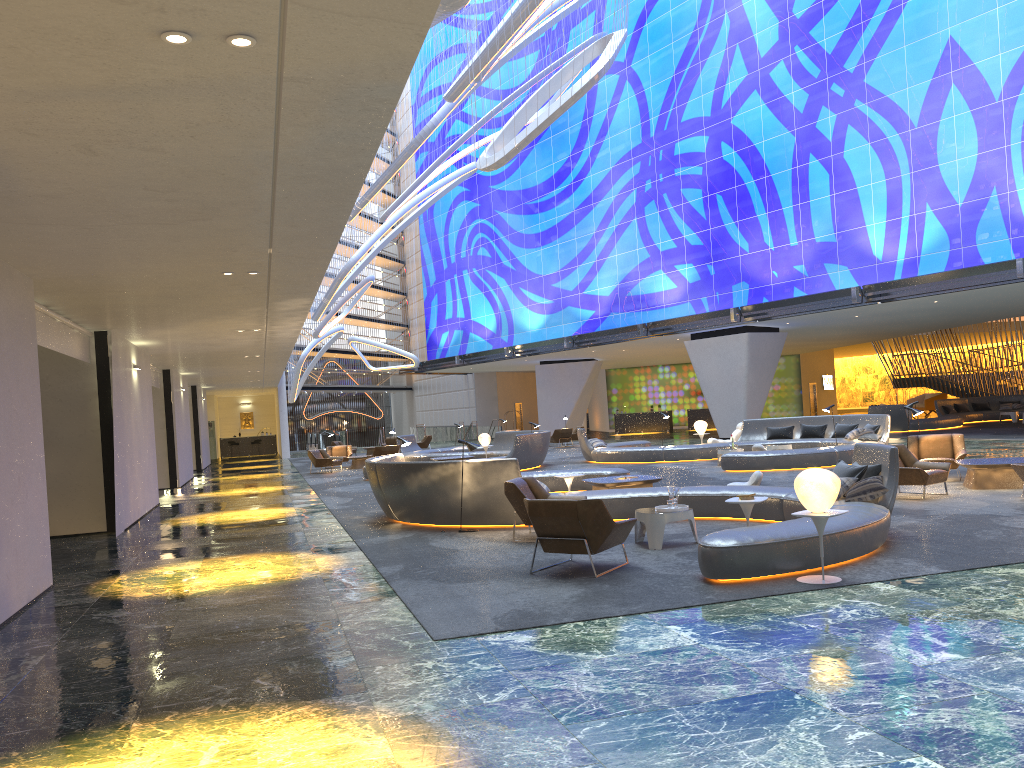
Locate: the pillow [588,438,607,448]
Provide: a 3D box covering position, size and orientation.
[{"bbox_3d":[2.402,1.693,25.499,0.692,0.262,0.878,-3,-1,-7],"label":"pillow"}]

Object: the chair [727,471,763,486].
[{"bbox_3d":[3.581,1.584,13.527,0.587,0.501,0.491,-4,-1,19],"label":"chair"}]

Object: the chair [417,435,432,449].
[{"bbox_3d":[-4.004,2.657,39.012,0.938,0.767,0.930,-3,-1,-14],"label":"chair"}]

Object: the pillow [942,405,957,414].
[{"bbox_3d":[17.301,1.011,35.042,0.768,0.369,0.295,-3,-1,-37],"label":"pillow"}]

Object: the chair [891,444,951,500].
[{"bbox_3d":[5.875,1.298,13.155,0.928,0.767,0.940,-3,-1,-37],"label":"chair"}]

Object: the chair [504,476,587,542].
[{"bbox_3d":[0.444,1.584,11.325,0.939,0.767,0.929,-4,-1,17],"label":"chair"}]

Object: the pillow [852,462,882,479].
[{"bbox_3d":[4.057,1.111,10.377,0.295,0.369,0.769,-4,-1,-3],"label":"pillow"}]

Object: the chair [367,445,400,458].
[{"bbox_3d":[-4.062,2.355,28.401,0.928,0.767,0.940,-3,-1,-32],"label":"chair"}]

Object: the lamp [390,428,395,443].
[{"bbox_3d":[-3.811,2.079,28.711,0.202,1.300,0.384,-4,0,1],"label":"lamp"}]

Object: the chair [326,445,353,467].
[{"bbox_3d":[-6.055,2.557,31.093,0.929,0.767,0.939,-3,-1,-10],"label":"chair"}]

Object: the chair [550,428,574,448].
[{"bbox_3d":[1.963,2.197,35.951,0.928,0.767,0.940,-3,-1,-32],"label":"chair"}]

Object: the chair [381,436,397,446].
[{"bbox_3d":[-5.331,2.771,40.099,0.930,0.767,0.938,-4,-1,11],"label":"chair"}]

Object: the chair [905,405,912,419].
[{"bbox_3d":[15.348,1.276,34.923,0.729,0.882,1.156,-4,-1,28],"label":"chair"}]

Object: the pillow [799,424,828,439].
[{"bbox_3d":[7.868,1.235,23.187,0.760,0.417,0.281,-5,-1,42],"label":"pillow"}]

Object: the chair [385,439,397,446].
[{"bbox_3d":[-4.770,2.652,37.203,0.930,0.767,0.938,-4,-1,36],"label":"chair"}]

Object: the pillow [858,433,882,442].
[{"bbox_3d":[8.257,1.246,20.427,0.445,0.207,0.443,-4,-2,36],"label":"pillow"}]

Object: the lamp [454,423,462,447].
[{"bbox_3d":[-1.946,2.064,32.240,0.384,1.300,0.202,-4,0,1],"label":"lamp"}]

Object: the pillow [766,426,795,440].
[{"bbox_3d":[7.143,1.316,23.635,0.769,0.369,0.295,-4,-1,28],"label":"pillow"}]

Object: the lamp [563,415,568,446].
[{"bbox_3d":[2.214,1.921,36.262,0.202,1.300,0.384,-4,0,1],"label":"lamp"}]

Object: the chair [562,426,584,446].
[{"bbox_3d":[2.572,2.205,37.557,0.938,0.767,0.930,-3,-1,-7],"label":"chair"}]

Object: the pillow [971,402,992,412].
[{"bbox_3d":[18.915,0.912,35.711,0.784,0.386,0.315,-4,0,1],"label":"pillow"}]

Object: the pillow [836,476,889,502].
[{"bbox_3d":[3.751,1.185,9.951,0.874,0.280,0.684,-4,-1,21],"label":"pillow"}]

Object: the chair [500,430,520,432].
[{"bbox_3d":[-0.030,2.399,38.643,0.929,0.767,0.939,-3,-1,-10],"label":"chair"}]

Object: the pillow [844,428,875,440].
[{"bbox_3d":[8.442,1.202,21.485,0.878,0.262,0.692,-5,-2,40],"label":"pillow"}]

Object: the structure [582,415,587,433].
[{"bbox_3d":[4.197,1.905,52.775,1.021,2.051,0.773,-4,0,-38],"label":"structure"}]

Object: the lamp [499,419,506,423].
[{"bbox_3d":[-0.388,2.150,38.604,0.384,1.300,0.202,-4,0,1],"label":"lamp"}]

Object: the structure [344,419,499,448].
[{"bbox_3d":[-7.549,6.976,61.385,9.299,8.399,19.749,-3,-1,-16],"label":"structure"}]

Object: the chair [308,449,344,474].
[{"bbox_3d":[-6.016,2.481,28.557,0.939,0.767,0.929,-4,-1,17],"label":"chair"}]

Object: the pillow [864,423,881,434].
[{"bbox_3d":[8.630,1.145,21.435,0.317,0.366,0.775,-4,-1,1],"label":"pillow"}]

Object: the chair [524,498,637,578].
[{"bbox_3d":[0.669,1.502,8.981,0.930,0.767,0.938,-4,-1,34],"label":"chair"}]

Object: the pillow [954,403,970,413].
[{"bbox_3d":[18.012,0.957,35.512,0.758,0.417,0.282,-3,0,-23],"label":"pillow"}]

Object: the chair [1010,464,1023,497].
[{"bbox_3d":[7.384,1.168,11.899,0.929,0.767,0.939,-4,-1,3],"label":"chair"}]

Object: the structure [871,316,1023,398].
[{"bbox_3d":[25.714,-1.623,39.358,11.975,6.247,16.502,-3,-1,-16],"label":"structure"}]

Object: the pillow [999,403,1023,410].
[{"bbox_3d":[19.795,0.893,35.311,0.876,0.262,0.693,-3,-2,-25],"label":"pillow"}]

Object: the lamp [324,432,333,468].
[{"bbox_3d":[-6.413,2.308,31.053,0.384,1.300,0.202,-4,0,1],"label":"lamp"}]

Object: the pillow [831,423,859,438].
[{"bbox_3d":[8.430,1.183,22.451,0.315,0.386,0.785,-3,-1,-24],"label":"pillow"}]

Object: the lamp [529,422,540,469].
[{"bbox_3d":[0.621,1.679,24.400,0.384,1.300,0.202,-4,0,1],"label":"lamp"}]

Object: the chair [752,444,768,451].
[{"bbox_3d":[6.248,1.638,21.172,0.586,0.501,1.783,-4,-2,38],"label":"chair"}]

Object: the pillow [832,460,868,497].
[{"bbox_3d":[3.864,1.096,10.287,0.315,0.386,0.785,-4,-1,0],"label":"pillow"}]

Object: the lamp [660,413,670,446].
[{"bbox_3d":[4.516,1.487,26.154,0.201,1.300,0.384,-4,0,-40],"label":"lamp"}]

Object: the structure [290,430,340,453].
[{"bbox_3d":[-13.608,7.258,59.208,3.015,8.239,19.845,-4,-1,-16],"label":"structure"}]

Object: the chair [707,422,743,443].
[{"bbox_3d":[6.214,1.570,25.367,1.157,0.882,0.729,-4,0,3],"label":"chair"}]

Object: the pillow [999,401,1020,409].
[{"bbox_3d":[19.918,0.846,35.463,0.775,0.366,0.317,-4,-1,26],"label":"pillow"}]

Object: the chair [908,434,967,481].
[{"bbox_3d":[7.301,1.270,15.250,0.930,0.767,0.938,-4,-1,25],"label":"chair"}]

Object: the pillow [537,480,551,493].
[{"bbox_3d":[0.211,1.461,12.669,0.878,0.262,0.692,-5,-2,36],"label":"pillow"}]

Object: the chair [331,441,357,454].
[{"bbox_3d":[-7.183,2.825,37.971,0.939,0.767,0.929,-4,-1,9],"label":"chair"}]

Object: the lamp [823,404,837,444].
[{"bbox_3d":[7.878,1.154,21.860,0.384,1.300,0.202,-4,0,-23],"label":"lamp"}]
